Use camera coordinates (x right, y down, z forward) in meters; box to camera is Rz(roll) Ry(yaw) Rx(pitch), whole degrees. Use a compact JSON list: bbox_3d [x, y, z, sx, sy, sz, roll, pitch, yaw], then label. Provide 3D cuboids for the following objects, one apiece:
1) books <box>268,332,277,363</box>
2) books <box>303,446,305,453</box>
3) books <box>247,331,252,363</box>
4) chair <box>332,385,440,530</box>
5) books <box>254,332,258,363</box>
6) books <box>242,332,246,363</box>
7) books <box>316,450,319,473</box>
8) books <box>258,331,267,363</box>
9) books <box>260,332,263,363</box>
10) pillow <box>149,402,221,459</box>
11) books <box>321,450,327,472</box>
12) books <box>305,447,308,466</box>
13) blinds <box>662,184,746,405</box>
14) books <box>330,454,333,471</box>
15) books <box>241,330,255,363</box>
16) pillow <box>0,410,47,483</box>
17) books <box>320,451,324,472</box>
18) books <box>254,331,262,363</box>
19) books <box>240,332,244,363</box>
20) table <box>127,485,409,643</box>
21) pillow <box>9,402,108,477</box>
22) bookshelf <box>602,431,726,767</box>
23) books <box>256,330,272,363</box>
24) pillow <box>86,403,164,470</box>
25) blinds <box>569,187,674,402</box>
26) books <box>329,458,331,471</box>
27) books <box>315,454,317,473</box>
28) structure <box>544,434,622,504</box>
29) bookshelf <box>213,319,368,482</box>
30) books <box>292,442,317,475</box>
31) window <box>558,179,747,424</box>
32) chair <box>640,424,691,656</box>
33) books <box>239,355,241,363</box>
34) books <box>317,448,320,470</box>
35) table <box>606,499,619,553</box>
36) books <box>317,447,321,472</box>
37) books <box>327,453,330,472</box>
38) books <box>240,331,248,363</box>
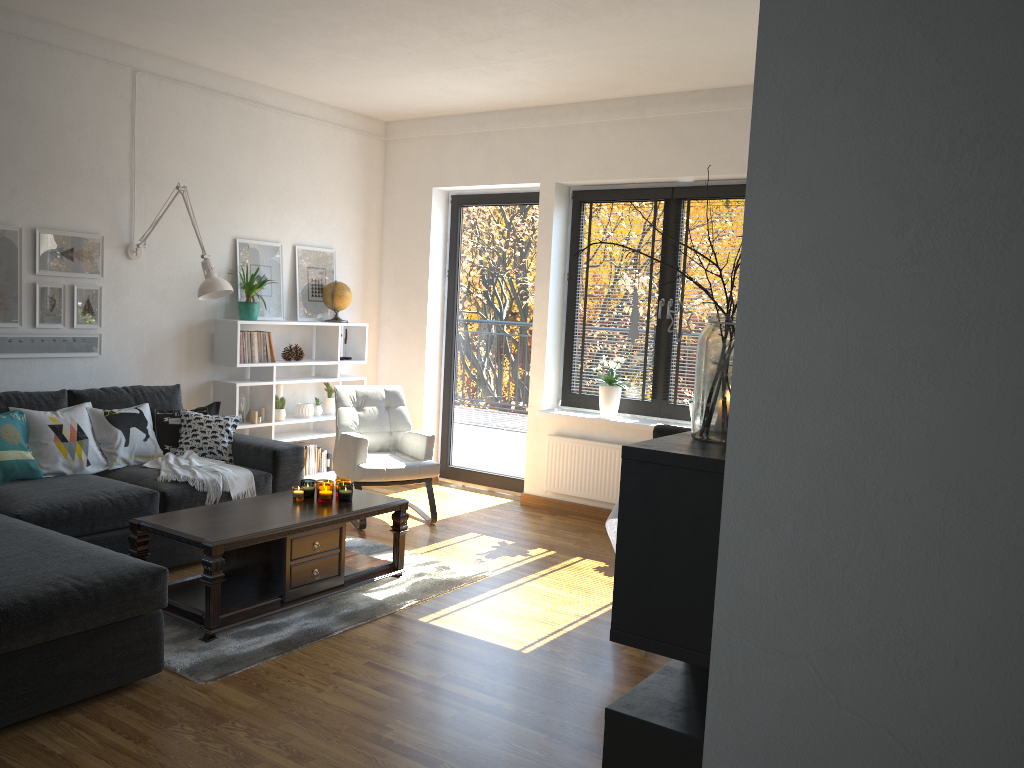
[{"bbox_3d":[-1.653,-0.251,5.974,0.132,0.204,0.070,7,7,35],"label":"books"},{"bbox_3d":[-1.527,0.532,6.257,0.177,0.214,0.003,7,7,34],"label":"books"},{"bbox_3d":[-1.765,-0.243,5.813,0.136,0.209,0.044,7,7,34],"label":"books"},{"bbox_3d":[-0.842,0.451,5.740,0.545,0.833,0.684,0,6,-31],"label":"chair"},{"bbox_3d":[-1.735,-0.245,5.859,0.135,0.209,0.048,7,7,34],"label":"books"},{"bbox_3d":[-1.788,-0.240,5.782,0.136,0.210,0.033,7,7,35],"label":"books"},{"bbox_3d":[-1.450,0.548,6.379,0.156,0.170,0.014,6,7,34],"label":"books"},{"bbox_3d":[-1.695,-0.249,5.919,0.133,0.208,0.044,7,7,34],"label":"books"},{"bbox_3d":[-1.707,-0.245,5.901,0.131,0.205,0.035,7,7,34],"label":"books"},{"bbox_3d":[-1.905,0.278,5.109,0.449,0.359,0.233,0,6,-30],"label":"pillow"},{"bbox_3d":[-1.395,0.553,6.438,0.123,0.157,0.031,7,7,34],"label":"books"},{"bbox_3d":[-1.492,0.538,6.265,0.123,0.204,0.006,7,7,34],"label":"books"},{"bbox_3d":[1.322,-0.545,5.650,0.710,1.424,0.049,7,7,34],"label":"blinds"},{"bbox_3d":[-1.376,0.563,6.489,0.182,0.124,0.013,6,7,34],"label":"books"},{"bbox_3d":[-1.747,-0.245,5.832,0.133,0.210,0.044,7,7,35],"label":"books"},{"bbox_3d":[-2.475,0.299,4.237,0.272,0.341,0.414,6,6,33],"label":"pillow"},{"bbox_3d":[-1.404,0.558,6.415,0.103,0.147,0.018,7,7,34],"label":"books"},{"bbox_3d":[-1.719,-0.247,5.881,0.132,0.209,0.044,7,7,34],"label":"books"},{"bbox_3d":[-1.799,-0.240,5.762,0.129,0.205,0.043,7,7,34],"label":"books"},{"bbox_3d":[-1.083,0.778,4.121,0.569,0.409,1.179,6,6,34],"label":"table"},{"bbox_3d":[-2.280,0.300,4.529,0.285,0.369,0.436,7,6,34],"label":"pillow"},{"bbox_3d":[0.563,0.673,1.780,0.237,1.202,1.189,7,6,34],"label":"bookshelf"},{"bbox_3d":[-1.675,-0.250,5.949,0.128,0.211,0.061,7,7,35],"label":"books"},{"bbox_3d":[-2.080,0.282,4.809,0.265,0.318,0.382,7,6,34],"label":"pillow"},{"bbox_3d":[0.726,-0.609,6.053,0.710,1.424,0.049,7,7,34],"label":"blinds"},{"bbox_3d":[-1.355,0.582,6.459,0.081,0.092,0.013,6,7,34],"label":"books"},{"bbox_3d":[-1.479,0.538,6.378,0.196,0.186,0.018,6,7,34],"label":"books"},{"bbox_3d":[0.840,0.644,5.796,1.456,0.460,0.078,6,6,33],"label":"structure"},{"bbox_3d":[-1.534,0.161,6.241,0.237,1.202,1.189,7,6,34],"label":"bookshelf"},{"bbox_3d":[-1.488,0.531,6.321,0.190,0.217,0.092,7,7,34],"label":"books"},{"bbox_3d":[8.084,1.219,15.437,21.831,18.397,12.953,0,6,-26],"label":"window"},{"bbox_3d":[0.882,0.650,3.670,0.461,0.961,0.544,7,7,39],"label":"chair"},{"bbox_3d":[-1.811,-0.230,5.737,0.124,0.192,0.047,7,7,34],"label":"books"},{"bbox_3d":[-1.443,0.541,6.391,0.148,0.180,0.014,7,7,34],"label":"books"},{"bbox_3d":[1.476,0.760,3.912,1.855,0.764,1.234,6,6,35],"label":"table"},{"bbox_3d":[-1.419,0.543,6.407,0.102,0.180,0.012,7,7,34],"label":"books"},{"bbox_3d":[-1.379,0.562,6.456,0.133,0.133,0.016,6,7,34],"label":"books"},{"bbox_3d":[-1.777,-0.243,5.794,0.129,0.210,0.035,7,7,34],"label":"books"}]
